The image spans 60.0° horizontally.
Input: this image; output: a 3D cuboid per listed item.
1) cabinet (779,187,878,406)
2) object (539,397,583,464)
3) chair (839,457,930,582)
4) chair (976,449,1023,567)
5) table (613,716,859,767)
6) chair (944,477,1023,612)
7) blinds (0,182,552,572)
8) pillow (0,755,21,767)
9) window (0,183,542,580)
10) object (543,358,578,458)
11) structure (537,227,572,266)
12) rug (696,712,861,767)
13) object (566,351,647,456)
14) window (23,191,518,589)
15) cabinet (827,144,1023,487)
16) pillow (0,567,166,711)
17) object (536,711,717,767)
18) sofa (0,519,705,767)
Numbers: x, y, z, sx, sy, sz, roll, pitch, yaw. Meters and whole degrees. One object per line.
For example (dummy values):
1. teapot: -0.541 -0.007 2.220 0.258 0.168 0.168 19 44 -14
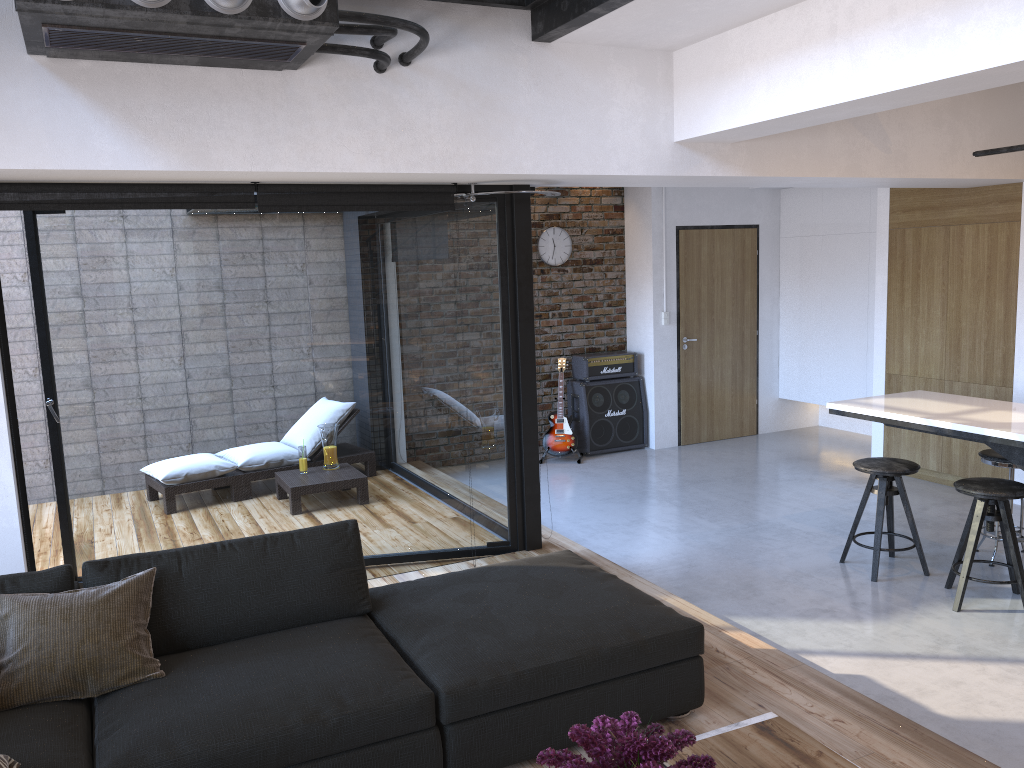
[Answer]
1. cabinet: 3.109 -0.815 8.285 0.020 2.121 1.707 -6 9 -25
2. object: 0.451 0.420 8.250 0.389 0.589 0.330 -1 8 9
3. chair: 2.146 0.760 5.104 0.366 0.631 0.366 -4 8 -10
4. chair: 2.917 0.716 5.186 0.358 0.637 0.355 1 9 19
5. table: 0.297 1.188 1.955 1.297 0.351 0.696 -6 9 -25
6. chair: 2.458 0.822 4.564 0.365 0.631 0.365 1 9 19
7. blinds: -0.706 -0.079 5.298 1.828 2.057 3.852 1 8 19
8. pillow: -1.421 0.997 2.012 0.530 0.178 0.355 -6 9 -27
9. window: -0.065 -1.068 0.752 5.660 5.579 13.377 -6 9 -25
10. object: 0.465 0.215 8.343 0.330 0.875 0.523 -1 8 9
11. structure: 0.400 -1.297 8.360 0.360 0.361 0.040 -6 9 -25
12. rug: 0.334 1.358 2.002 2.112 0.003 1.634 -6 8 -25
13. object: 0.924 0.169 8.598 0.696 0.938 0.357 -6 9 -25
14. window: -1.208 0.027 4.769 2.448 2.055 0.100 -3 9 -8
15. cabinet: 4.444 -0.152 2.843 2.472 2.878 9.101 -6 9 -25
16. pillow: -1.391 0.812 2.799 0.546 0.310 0.272 -6 9 -26
17. object: 0.257 0.846 1.911 0.375 0.343 0.341 -6 9 -24
18. sofa: -0.428 1.029 2.049 2.997 0.702 3.039 -6 9 -25
